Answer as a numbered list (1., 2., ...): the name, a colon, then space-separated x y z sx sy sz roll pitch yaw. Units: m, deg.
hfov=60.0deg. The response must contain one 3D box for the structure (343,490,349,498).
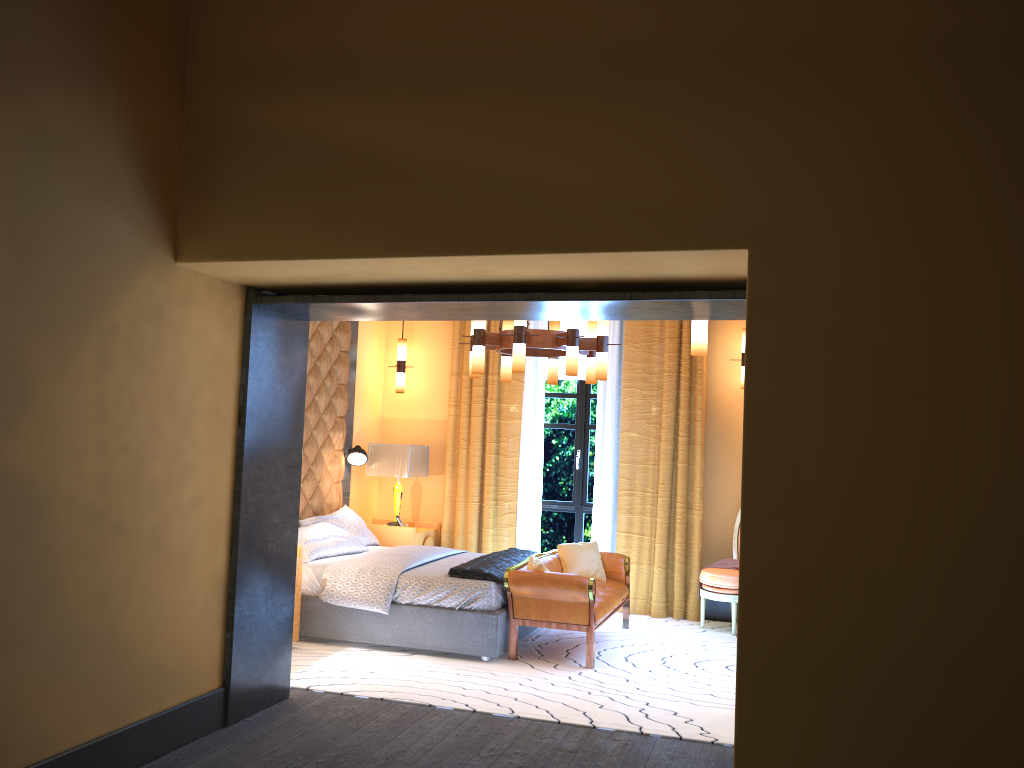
1. structure: -1.514 1.005 8.080 0.016 0.071 0.103 1 -4 17

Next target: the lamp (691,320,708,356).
1. lamp: 1.027 -0.422 4.832 0.199 0.531 0.199 4 -4 -28

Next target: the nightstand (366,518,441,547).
1. nightstand: -1.121 1.659 8.369 0.720 0.689 0.681 1 -4 17

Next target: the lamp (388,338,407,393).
1. lamp: -1.080 -0.176 8.646 0.199 0.531 0.199 4 -4 -28

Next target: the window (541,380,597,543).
1. window: 0.668 0.588 8.528 1.200 2.997 0.130 1 -3 17

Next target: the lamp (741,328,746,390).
1. lamp: 2.041 -0.219 7.714 0.199 0.531 0.199 4 -4 -28

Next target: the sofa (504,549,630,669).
1. sofa: 0.464 1.620 6.647 0.650 0.639 1.617 1 -4 17

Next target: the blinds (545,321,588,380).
1. blinds: 0.709 -0.473 8.573 1.200 0.872 0.013 1 -3 17

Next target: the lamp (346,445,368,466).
1. lamp: -1.247 0.677 8.129 0.568 0.218 0.231 4 -4 -26

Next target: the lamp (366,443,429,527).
1. lamp: -1.071 0.968 8.303 0.424 0.801 0.506 1 -4 17

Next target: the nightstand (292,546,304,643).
1. nightstand: -1.869 1.437 5.864 0.720 0.699 0.709 1 -4 17

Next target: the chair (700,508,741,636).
1. chair: 1.881 1.482 7.426 0.633 1.146 0.500 5 -4 -40

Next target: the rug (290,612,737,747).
1. rug: -0.026 1.908 6.514 3.702 0.016 3.392 1 -4 17

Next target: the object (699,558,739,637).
1. object: 1.883 1.751 7.300 0.429 0.571 0.803 4 -4 -26

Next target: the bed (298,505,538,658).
1. bed: -0.843 1.450 6.971 2.106 0.823 1.891 1 -4 17

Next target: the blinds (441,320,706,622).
1. blinds: 0.561 -0.010 8.176 2.450 4.141 0.134 1 -3 17

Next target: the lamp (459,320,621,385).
1. lamp: 0.224 -1.116 6.545 1.141 2.166 1.142 0 -4 39

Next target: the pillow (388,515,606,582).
1. pillow: -0.013 1.396 7.363 1.147 0.406 2.629 5 -5 -32

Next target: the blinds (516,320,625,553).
1. blinds: 0.547 0.018 8.265 2.050 4.071 0.237 2 -3 14

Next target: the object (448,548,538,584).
1. object: -0.066 1.360 6.738 0.405 0.104 1.463 1 -4 16
